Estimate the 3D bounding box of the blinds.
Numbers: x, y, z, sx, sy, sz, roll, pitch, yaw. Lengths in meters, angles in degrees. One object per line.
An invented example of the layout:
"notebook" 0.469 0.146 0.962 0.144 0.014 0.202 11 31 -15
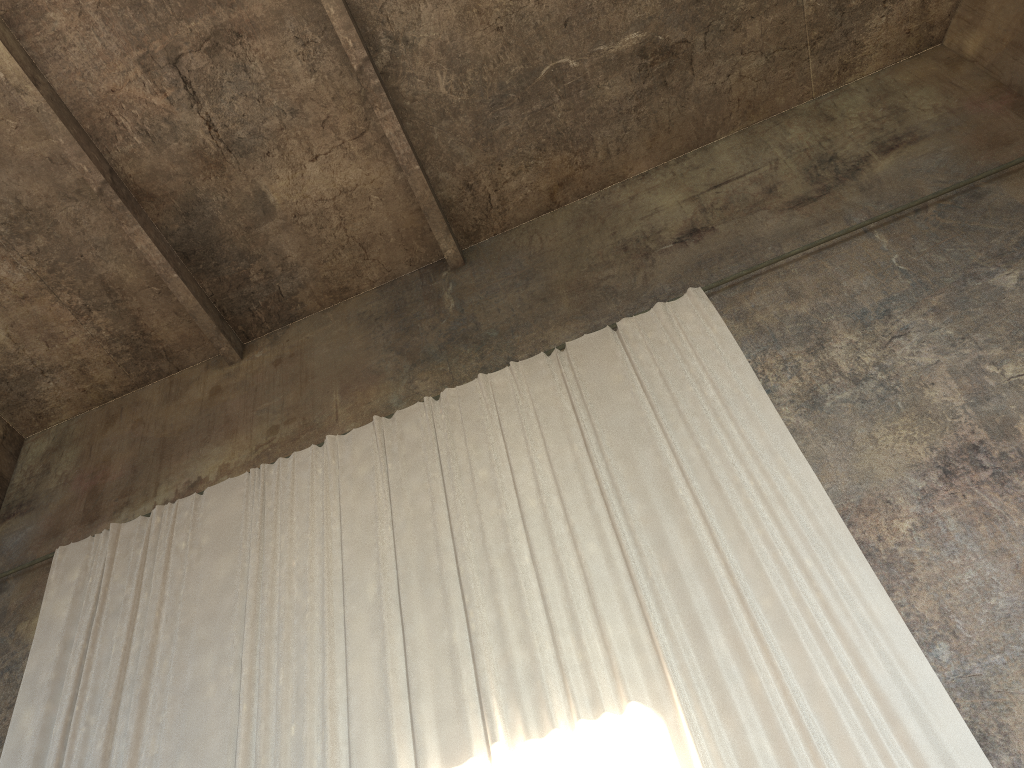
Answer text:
"blinds" -0.941 3.045 6.461 7.879 8.082 0.291 -23 -49 8
